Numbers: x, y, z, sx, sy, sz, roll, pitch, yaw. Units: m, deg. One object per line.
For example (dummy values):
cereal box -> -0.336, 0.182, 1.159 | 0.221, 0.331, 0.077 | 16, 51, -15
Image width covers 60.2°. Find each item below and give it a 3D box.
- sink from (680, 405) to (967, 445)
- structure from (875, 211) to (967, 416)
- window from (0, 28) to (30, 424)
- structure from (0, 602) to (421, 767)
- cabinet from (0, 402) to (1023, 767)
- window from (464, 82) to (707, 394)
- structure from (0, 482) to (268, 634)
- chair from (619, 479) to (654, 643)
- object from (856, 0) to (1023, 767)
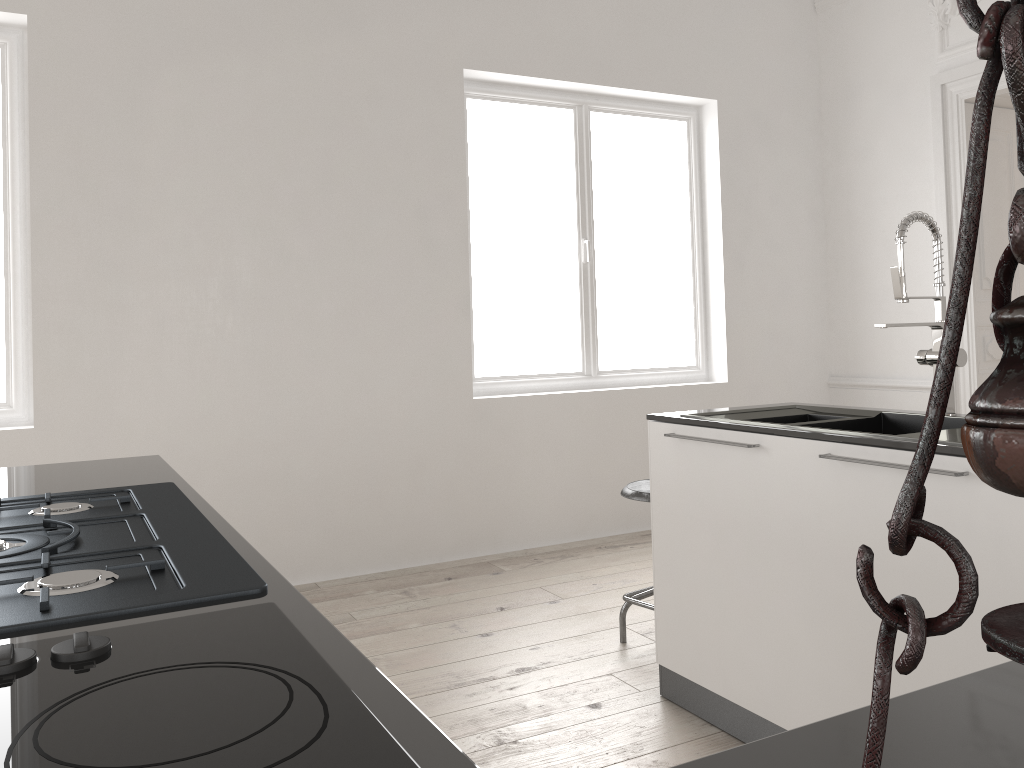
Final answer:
sink -> 1.004, 0.171, 2.328 | 0.485, 0.141, 1.165 | -3, 3, -27
structure -> 1.120, -0.195, 2.475 | 0.280, 0.582, 0.130 | -1, -1, -27
window -> -2.904, -0.659, 3.496 | 1.727, 1.743, 0.070 | -2, -1, -27
structure -> -0.315, 0.234, 0.478 | 0.507, 0.021, 0.628 | -3, 3, -27
cabinet -> 0.368, 0.617, 1.390 | 2.709, 0.883, 2.460 | -3, 3, -27
window -> 0.470, -0.857, 5.251 | 1.727, 1.743, 0.070 | -2, -1, -27
structure -> -0.679, 0.212, 1.184 | 0.521, 0.014, 0.842 | -3, 3, -27
chair -> 0.612, 0.665, 3.267 | 0.401, 0.579, 0.402 | -2, 0, 37
object -> 0.235, -0.007, 0.375 | 0.167, 0.491, 0.513 | -3, 0, 36
